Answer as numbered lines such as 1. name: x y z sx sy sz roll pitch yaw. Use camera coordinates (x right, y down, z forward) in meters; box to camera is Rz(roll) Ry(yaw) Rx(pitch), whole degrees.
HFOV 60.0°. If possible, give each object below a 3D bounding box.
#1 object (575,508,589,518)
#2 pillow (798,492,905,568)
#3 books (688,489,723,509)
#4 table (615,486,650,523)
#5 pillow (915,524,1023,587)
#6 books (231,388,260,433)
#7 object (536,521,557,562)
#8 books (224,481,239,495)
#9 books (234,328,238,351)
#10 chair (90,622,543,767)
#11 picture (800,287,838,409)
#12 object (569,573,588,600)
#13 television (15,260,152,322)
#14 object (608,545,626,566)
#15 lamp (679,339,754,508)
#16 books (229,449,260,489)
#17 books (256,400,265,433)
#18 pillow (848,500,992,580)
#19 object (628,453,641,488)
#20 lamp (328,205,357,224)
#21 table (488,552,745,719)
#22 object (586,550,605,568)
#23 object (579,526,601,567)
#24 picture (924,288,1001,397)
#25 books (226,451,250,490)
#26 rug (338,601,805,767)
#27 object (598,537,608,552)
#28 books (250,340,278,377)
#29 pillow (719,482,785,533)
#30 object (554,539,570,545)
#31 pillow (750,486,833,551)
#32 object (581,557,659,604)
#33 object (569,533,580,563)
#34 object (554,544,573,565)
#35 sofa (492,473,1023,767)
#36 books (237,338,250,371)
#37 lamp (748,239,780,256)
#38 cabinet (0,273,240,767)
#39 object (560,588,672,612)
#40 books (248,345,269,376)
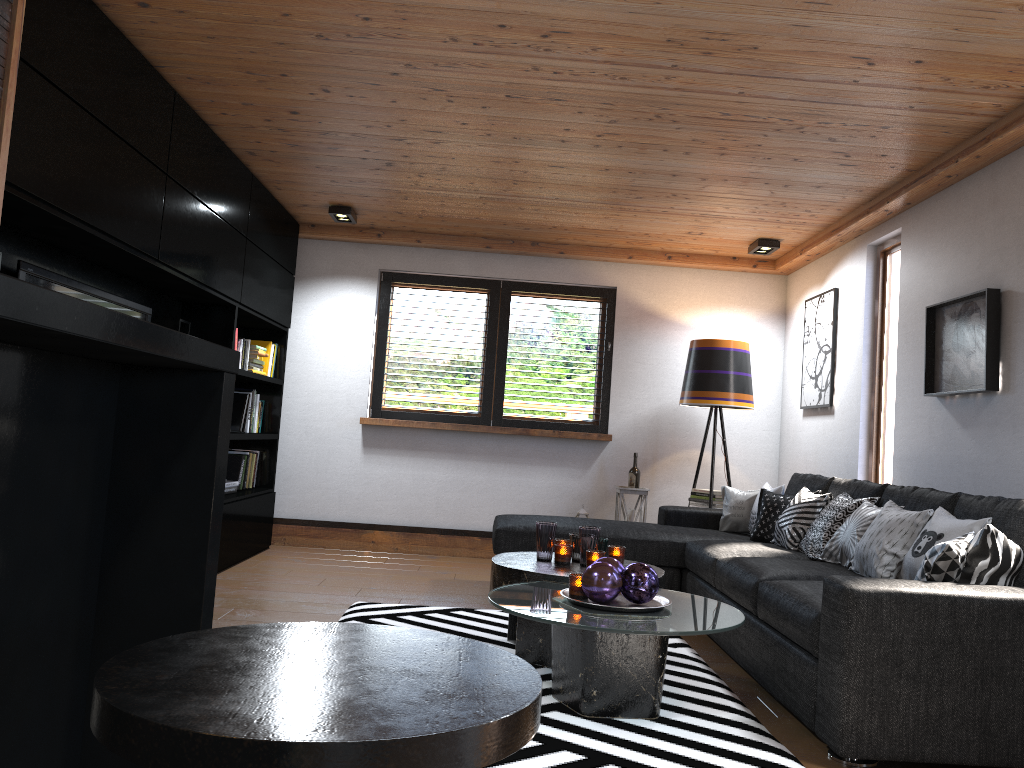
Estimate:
1. object: 0.505 1.109 6.471 0.253 0.462 0.250 4 -4 -1
2. pillow: 1.583 0.700 4.190 0.275 0.356 0.726 4 -4 -1
3. books: 1.396 0.826 6.230 0.221 0.159 0.253 7 -4 -35
4. table: 0.854 1.057 6.438 0.227 0.609 0.224 4 -4 -1
5. pillow: 1.555 0.636 3.015 0.541 0.346 0.296 7 -5 -40
6. books: -1.863 0.175 5.960 0.222 0.296 0.344 4 -4 -1
7. object: 0.146 0.689 3.878 0.095 0.168 0.093 6 -5 -30
8. books: -1.911 0.662 5.703 0.209 0.073 0.266 4 -3 2
9. books: -1.789 -0.239 5.339 0.208 0.270 0.240 4 -4 -1
10. chair: -0.180 0.601 0.729 0.393 0.722 0.392 4 -4 -1
11. picture: 2.091 -0.226 6.053 0.020 0.782 0.562 4 -4 -1
12. object: 0.239 0.720 3.150 0.079 0.081 0.079 3 -4 14
13. television: -1.883 -0.022 3.882 0.051 0.814 1.251 4 -4 -1
14. object: 0.457 0.754 3.887 0.079 0.081 0.079 3 -4 14
15. lamp: 1.930 0.599 6.476 1.642 1.701 0.518 6 -5 -23
16. books: -1.925 0.600 6.274 0.213 0.261 0.251 4 -4 -1
17. books: -1.884 0.224 6.281 0.189 0.238 0.289 4 -4 -2
18. pillow: 1.609 0.649 3.545 0.284 0.329 0.724 5 -4 -11
19. object: 0.894 0.644 6.465 0.088 0.286 0.086 7 -5 -39
20. lamp: -1.161 -1.171 6.096 0.155 0.068 0.260 4 -3 -1
21. table: 0.349 0.946 3.423 0.896 0.372 1.521 4 -3 0
22. object: 0.344 0.733 3.671 0.079 0.081 0.079 3 -4 14
23. object: 0.329 0.697 3.802 0.095 0.168 0.093 6 -5 -30
24. picture: 2.093 -0.178 4.143 0.066 0.451 0.558 4 -4 -1
25. books: -1.921 0.591 6.065 0.207 0.256 0.244 4 -4 -2
26. rug: 0.029 1.106 3.220 1.663 0.020 2.895 4 -3 -1
27. object: 0.387 0.749 4.012 0.091 0.099 0.093 1 -5 35
28. books: -1.812 -0.175 6.354 0.213 0.261 0.210 4 -4 -1
29. pillow: 1.454 0.757 5.318 0.219 0.347 0.562 6 -4 -21
30. object: 0.229 0.746 4.010 0.079 0.081 0.079 3 -4 14
31. pillow: 1.538 0.738 4.819 0.312 0.364 0.665 4 -4 -6
32. object: 0.359 0.694 3.141 0.286 0.143 0.262 5 -4 -18
33. object: 0.305 0.726 3.916 0.114 0.122 0.112 6 -4 -25
34. object: 0.219 0.733 3.806 0.079 0.081 0.079 3 -4 14
35. sofa: 0.951 0.821 4.165 2.090 0.819 3.084 4 -3 -1
36. books: -1.860 -0.196 5.806 0.182 0.233 0.284 4 -4 2
37. lamp: 1.762 -0.964 6.205 0.155 0.068 0.260 4 -3 -1
38. cabinet: -0.615 0.395 0.388 0.430 1.011 1.623 4 -4 -1
39. object: 0.365 0.760 3.124 0.392 0.022 0.397 3 -4 17
40. books: -1.833 -0.163 6.092 0.260 0.197 0.295 4 -4 1
